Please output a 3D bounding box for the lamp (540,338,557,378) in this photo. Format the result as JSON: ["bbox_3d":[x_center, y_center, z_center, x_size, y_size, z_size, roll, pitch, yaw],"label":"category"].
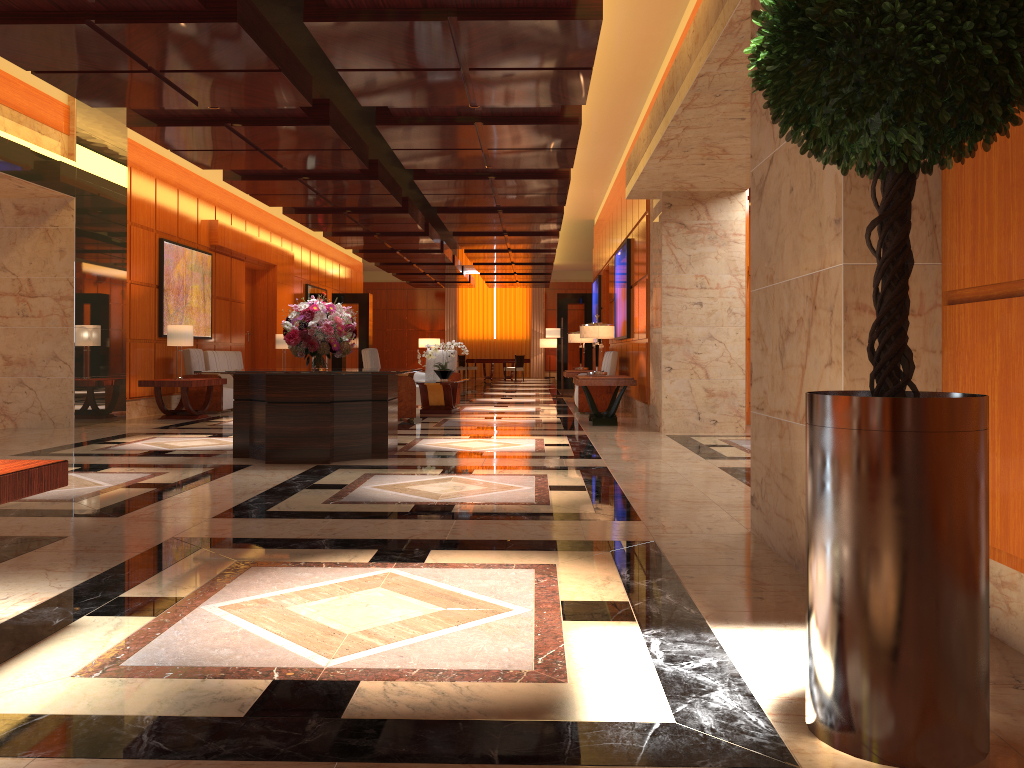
[{"bbox_3d":[1.468,-1.050,33.930,0.811,1.661,0.810,0,0,42],"label":"lamp"}]

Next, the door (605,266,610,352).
[{"bbox_3d":[2.067,-1.012,17.483,0.340,2.652,1.538,0,0,2],"label":"door"}]

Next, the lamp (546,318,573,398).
[{"bbox_3d":[0.967,-0.549,18.415,0.526,1.661,0.360,0,0,-8],"label":"lamp"}]

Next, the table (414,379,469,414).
[{"bbox_3d":[-1.112,0.193,13.445,0.722,0.496,1.560,0,2,5],"label":"table"}]

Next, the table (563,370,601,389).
[{"bbox_3d":[1.283,0.069,15.615,0.725,0.607,1.270,0,1,2],"label":"table"}]

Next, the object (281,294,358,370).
[{"bbox_3d":[-1.681,-0.457,7.757,0.650,0.658,0.680,0,1,-7],"label":"object"}]

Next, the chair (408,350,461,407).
[{"bbox_3d":[-1.298,-0.100,14.946,0.738,0.961,0.628,0,0,20],"label":"chair"}]

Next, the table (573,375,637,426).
[{"bbox_3d":[1.171,0.206,11.395,0.725,0.607,1.270,0,1,2],"label":"table"}]

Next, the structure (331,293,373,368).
[{"bbox_3d":[-4.236,-1.142,23.487,0.985,2.498,0.500,0,0,2],"label":"structure"}]

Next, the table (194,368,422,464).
[{"bbox_3d":[-1.681,0.247,7.733,1.600,0.745,1.601,0,1,2],"label":"table"}]

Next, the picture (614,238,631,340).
[{"bbox_3d":[1.724,-1.429,13.897,0.056,1.452,1.997,0,1,2],"label":"picture"}]

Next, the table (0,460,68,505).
[{"bbox_3d":[-2.017,0.521,2.500,1.167,0.534,0.725,0,1,1],"label":"table"}]

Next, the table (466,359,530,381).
[{"bbox_3d":[-0.464,-0.485,30.135,2.107,0.741,0.784,-1,1,-27],"label":"table"}]

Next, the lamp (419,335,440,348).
[{"bbox_3d":[-3.174,-1.062,34.053,0.811,1.661,0.810,0,0,42],"label":"lamp"}]

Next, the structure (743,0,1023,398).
[{"bbox_3d":[0.900,-0.310,2.061,0.721,1.713,0.722,0,0,-21],"label":"structure"}]

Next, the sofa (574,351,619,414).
[{"bbox_3d":[1.304,-0.048,13.906,0.612,0.932,1.799,0,1,2],"label":"sofa"}]

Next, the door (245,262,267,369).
[{"bbox_3d":[-5.274,-1.032,17.660,0.340,2.652,1.500,0,0,2],"label":"door"}]

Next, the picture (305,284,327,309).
[{"bbox_3d":[-4.899,-1.711,22.241,0.056,1.452,1.997,0,1,2],"label":"picture"}]

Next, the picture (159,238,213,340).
[{"bbox_3d":[-5.119,-1.445,13.982,0.056,1.452,1.997,0,1,2],"label":"picture"}]

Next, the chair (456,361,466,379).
[{"bbox_3d":[-1.958,-0.546,30.011,0.576,0.894,0.584,0,0,40],"label":"chair"}]

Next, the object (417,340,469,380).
[{"bbox_3d":[-1.052,-0.368,13.566,0.788,0.617,0.417,0,0,-21],"label":"object"}]

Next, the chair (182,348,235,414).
[{"bbox_3d":[-4.566,-0.055,13.354,0.628,0.961,0.738,0,0,0],"label":"chair"}]

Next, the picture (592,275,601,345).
[{"bbox_3d":[1.880,-1.618,19.755,0.056,1.452,1.997,0,1,2],"label":"picture"}]

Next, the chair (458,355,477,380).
[{"bbox_3d":[-1.605,-0.584,31.219,0.576,0.894,0.584,0,0,30],"label":"chair"}]

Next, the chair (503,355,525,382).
[{"bbox_3d":[0.115,-0.519,29.297,0.576,0.894,0.584,0,0,45],"label":"chair"}]

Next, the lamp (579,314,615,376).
[{"bbox_3d":[1.107,-0.507,11.537,0.458,0.810,0.458,0,0,11],"label":"lamp"}]

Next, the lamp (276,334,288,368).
[{"bbox_3d":[-0.383,-0.423,12.137,0.335,0.734,13.001,0,1,-39],"label":"lamp"}]

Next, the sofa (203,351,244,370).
[{"bbox_3d":[-4.637,-0.094,14.973,0.612,0.932,1.799,0,1,2],"label":"sofa"}]

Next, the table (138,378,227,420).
[{"bbox_3d":[-4.496,0.203,12.164,0.725,0.534,1.168,0,1,4],"label":"table"}]

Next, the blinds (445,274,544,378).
[{"bbox_3d":[-0.689,-2.284,34.629,3.853,4.066,0.149,0,0,2],"label":"blinds"}]

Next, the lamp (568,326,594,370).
[{"bbox_3d":[1.217,-0.649,15.690,0.458,0.794,0.458,0,0,-37],"label":"lamp"}]

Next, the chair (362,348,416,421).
[{"bbox_3d":[-1.676,-0.004,11.972,0.628,0.961,0.738,0,0,-20],"label":"chair"}]
